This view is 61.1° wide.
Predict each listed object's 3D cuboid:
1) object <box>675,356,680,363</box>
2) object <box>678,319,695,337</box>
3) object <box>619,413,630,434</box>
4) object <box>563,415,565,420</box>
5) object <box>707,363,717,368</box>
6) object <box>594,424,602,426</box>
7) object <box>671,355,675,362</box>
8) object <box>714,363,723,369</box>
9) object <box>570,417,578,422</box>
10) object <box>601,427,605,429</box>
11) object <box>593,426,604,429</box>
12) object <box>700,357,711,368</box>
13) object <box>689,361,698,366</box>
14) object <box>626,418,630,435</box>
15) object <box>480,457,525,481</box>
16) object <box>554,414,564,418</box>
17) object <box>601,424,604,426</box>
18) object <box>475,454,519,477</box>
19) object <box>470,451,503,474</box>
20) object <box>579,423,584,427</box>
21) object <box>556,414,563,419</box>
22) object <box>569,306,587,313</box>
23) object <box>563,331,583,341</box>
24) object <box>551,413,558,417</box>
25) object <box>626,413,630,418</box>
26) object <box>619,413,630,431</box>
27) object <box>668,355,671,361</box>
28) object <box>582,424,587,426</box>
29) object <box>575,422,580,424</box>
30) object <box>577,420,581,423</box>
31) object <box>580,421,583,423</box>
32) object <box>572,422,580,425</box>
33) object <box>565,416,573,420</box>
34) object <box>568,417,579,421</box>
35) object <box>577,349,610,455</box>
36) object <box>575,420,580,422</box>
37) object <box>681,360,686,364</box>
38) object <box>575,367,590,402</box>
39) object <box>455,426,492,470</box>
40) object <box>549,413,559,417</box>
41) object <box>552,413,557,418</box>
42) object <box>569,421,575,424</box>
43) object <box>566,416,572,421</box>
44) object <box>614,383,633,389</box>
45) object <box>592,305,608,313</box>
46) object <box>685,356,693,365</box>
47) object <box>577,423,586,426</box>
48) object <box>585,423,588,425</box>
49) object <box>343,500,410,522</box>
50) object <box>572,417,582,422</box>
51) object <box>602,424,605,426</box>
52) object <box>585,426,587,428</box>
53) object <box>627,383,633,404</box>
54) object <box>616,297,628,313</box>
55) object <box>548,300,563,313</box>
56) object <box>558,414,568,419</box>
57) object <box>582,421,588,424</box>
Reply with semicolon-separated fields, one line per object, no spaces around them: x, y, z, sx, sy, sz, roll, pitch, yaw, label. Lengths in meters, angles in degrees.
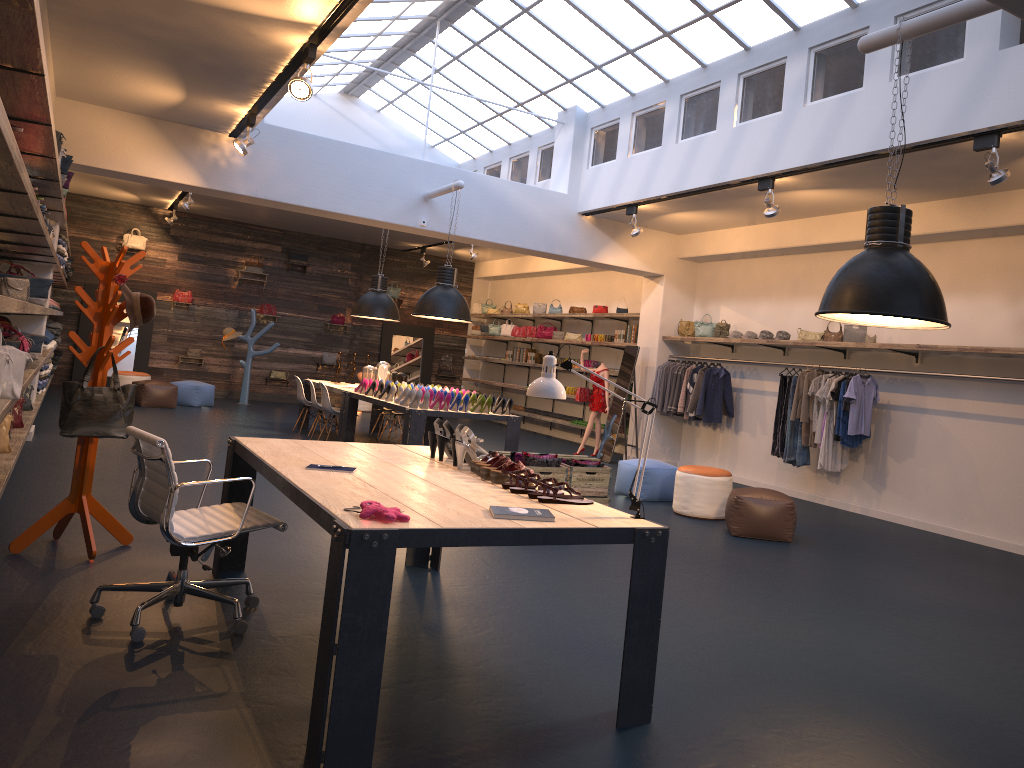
2.456;-0.313;12.881;0.462;0.220;0.009;6;-3;-31;object
2.632;-0.819;12.929;0.321;0.285;0.201;6;-2;-2;object
1.871;0.627;13.952;0.367;0.357;0.150;7;-3;-30;object
1.016;0.618;15.744;0.194;0.088;0.063;6;-2;-15;object
2.811;-0.257;12.181;0.462;0.220;0.009;6;-3;-31;object
1.427;0.700;14.637;0.251;0.064;0.080;6;0;-24;object
2.403;-0.320;12.980;0.462;0.220;0.009;6;-3;-31;object
2.874;-0.248;12.078;0.462;0.220;0.009;6;-3;-31;object
1.131;0.636;15.515;0.190;0.088;0.064;6;-2;-7;object
1.576;0.747;14.577;0.252;0.058;0.077;5;0;-35;object
1.421;0.732;14.484;0.252;0.058;0.077;5;0;-35;object
2.743;-0.270;12.340;0.462;0.220;0.009;6;-3;-31;object
2.622;-0.287;12.548;0.462;0.220;0.009;6;-3;-31;object
1.965;0.649;13.838;0.399;0.340;0.203;7;-2;-23;object
-0.031;0.409;4.196;0.273;0.117;0.094;6;-1;-22;object
0.871;0.596;16.037;0.186;0.088;0.065;6;-2;0;object
1.571;0.714;14.816;0.254;0.075;0.076;5;0;-43;object
-0.056;0.403;4.299;0.278;0.117;0.092;6;-1;-37;object
-0.091;0.397;4.403;0.274;0.117;0.094;6;-1;-26;object
1.236;0.703;14.853;0.252;0.058;0.077;5;0;-35;object
0.898;0.600;15.980;0.184;0.088;0.066;6;-2;5;object
1.219;-1.324;15.696;0.379;0.141;0.382;6;1;-17;object
1.102;-0.870;15.794;0.353;0.175;0.237;6;0;12;object
0.813;0.586;16.153;0.187;0.088;0.065;6;-2;-2;object
1.763;0.590;14.285;0.394;0.392;0.169;7;-3;-17;object
1.818;0.627;14.131;0.398;0.340;0.203;7;-2;-23;object
2.375;-0.324;13.036;0.462;0.220;0.009;6;-3;-31;object
1.274;0.709;14.792;0.252;0.058;0.077;5;0;-35;object
1.161;0.692;15.004;0.252;0.058;0.077;5;0;-35;object
1.231;0.670;15.092;0.251;0.068;0.078;6;0;-24;object
1.243;0.671;15.006;0.251;0.064;0.080;6;0;-24;object
1.136;0.687;15.087;0.252;0.058;0.077;5;0;-35;object
1.044;0.623;15.688;0.194;0.088;0.063;6;-2;-16;object
1.102;0.632;15.571;0.190;0.088;0.064;6;-2;-8;object
1.326;0.294;13.573;0.689;1.673;0.370;4;-4;39;object
1.167;0.661;15.157;0.252;0.063;0.078;6;0;-26;object
2.523;-0.303;12.747;0.462;0.220;0.009;6;-3;-31;object
1.150;0.011;13.744;0.083;0.556;0.342;4;-3;38;object
-0.165;0.335;4.487;0.302;0.224;0.109;7;-2;-39;object
0.785;0.582;16.210;0.189;0.088;0.064;6;-2;-6;object
0.842;0.591;16.096;0.186;0.088;0.065;6;-2;0;object
1.090;0.680;15.161;0.252;0.058;0.077;5;0;-35;object
1.073;0.627;15.630;0.191;0.088;0.064;6;-2;-8;object
1.849;0.112;14.222;0.394;0.392;0.169;7;-3;-17;object
1.527;-1.279;14.986;0.274;0.150;0.114;6;-2;4;object
2.581;-0.293;12.629;0.462;0.220;0.009;6;-3;-31;object
1.211;0.699;14.936;0.252;0.058;0.077;5;0;-35;object
1.350;0.689;14.789;0.252;0.063;0.078;6;0;-26;object
-0.466;0.425;2.966;0.169;0.051;0.283;6;1;-33;object
1.159;0.641;15.458;0.188;0.088;0.065;6;-2;-3;object
1.582;0.714;14.730;0.079;0.073;0.253;6;0;39;object
1.320;0.716;14.718;0.252;0.058;0.077;5;0;-35;object
1.957;0.149;13.889;0.367;0.357;0.150;7;-3;-30;object
1.835;-1.295;14.384;0.201;0.281;0.058;7;-3;0;object
0.834;-1.457;16.439;0.272;0.284;0.096;6;-3;4;object
0.927;0.604;15.924;0.181;0.088;0.067;6;-2;9;object
1.307;0.681;14.941;0.251;0.068;0.079;6;0;-24;object
